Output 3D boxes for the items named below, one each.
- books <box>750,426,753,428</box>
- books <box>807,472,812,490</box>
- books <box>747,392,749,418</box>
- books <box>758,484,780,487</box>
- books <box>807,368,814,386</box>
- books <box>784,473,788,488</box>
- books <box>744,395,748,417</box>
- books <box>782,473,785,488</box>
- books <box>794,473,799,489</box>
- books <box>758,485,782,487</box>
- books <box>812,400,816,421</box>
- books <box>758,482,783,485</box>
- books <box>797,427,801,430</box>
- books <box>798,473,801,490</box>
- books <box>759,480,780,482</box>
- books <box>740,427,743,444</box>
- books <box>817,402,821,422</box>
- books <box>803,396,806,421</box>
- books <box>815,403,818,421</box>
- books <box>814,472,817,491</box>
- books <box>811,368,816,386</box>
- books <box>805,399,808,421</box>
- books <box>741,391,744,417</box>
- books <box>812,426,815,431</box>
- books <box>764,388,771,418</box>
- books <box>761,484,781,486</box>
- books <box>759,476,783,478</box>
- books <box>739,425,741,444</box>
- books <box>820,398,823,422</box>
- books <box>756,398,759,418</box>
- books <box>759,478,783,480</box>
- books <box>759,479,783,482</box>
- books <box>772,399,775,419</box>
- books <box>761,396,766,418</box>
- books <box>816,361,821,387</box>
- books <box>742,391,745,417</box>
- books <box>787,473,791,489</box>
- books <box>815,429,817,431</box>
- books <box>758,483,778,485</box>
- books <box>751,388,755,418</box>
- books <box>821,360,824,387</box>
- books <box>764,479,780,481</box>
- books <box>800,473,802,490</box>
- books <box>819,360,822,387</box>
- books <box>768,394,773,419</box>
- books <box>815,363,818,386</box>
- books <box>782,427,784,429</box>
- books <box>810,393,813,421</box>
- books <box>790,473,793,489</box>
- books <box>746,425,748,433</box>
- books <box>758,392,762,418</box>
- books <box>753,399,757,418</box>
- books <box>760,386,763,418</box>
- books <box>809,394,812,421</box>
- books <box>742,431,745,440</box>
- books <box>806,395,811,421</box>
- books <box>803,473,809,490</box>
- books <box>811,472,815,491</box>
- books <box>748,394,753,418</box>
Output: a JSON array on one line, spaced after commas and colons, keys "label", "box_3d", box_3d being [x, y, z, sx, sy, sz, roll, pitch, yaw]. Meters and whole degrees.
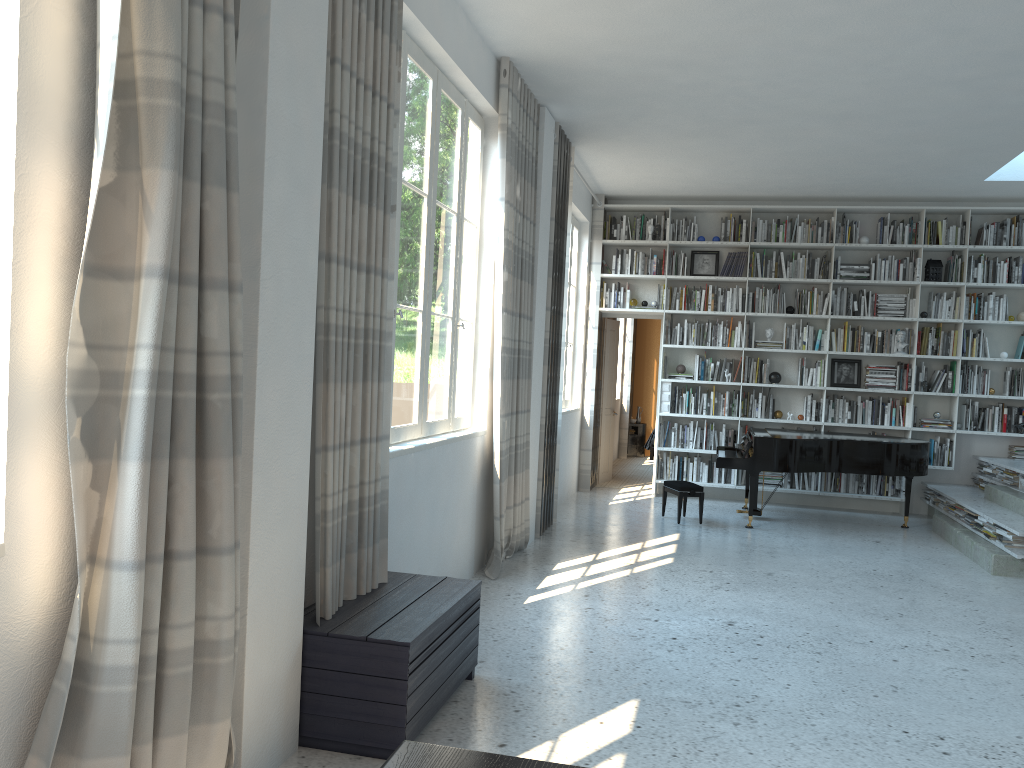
[{"label": "books", "box_3d": [2.561, 0.594, 9.506, 0.026, 0.273, 0.146, 3, 2, 13]}, {"label": "books", "box_3d": [3.146, 0.983, 9.375, 0.025, 0.259, 0.132, 3, 2, 13]}, {"label": "books", "box_3d": [2.520, 0.219, 9.479, 0.012, 0.272, 0.181, 3, 2, 13]}, {"label": "books", "box_3d": [2.728, 1.073, 9.463, 0.254, 0.007, 0.161, 3, 1, 17]}, {"label": "books", "box_3d": [3.136, -0.073, 9.339, 0.057, 0.188, 0.156, 3, 2, 13]}, {"label": "books", "box_3d": [2.908, 0.967, 9.426, 0.031, 0.266, 0.144, 3, 2, 13]}, {"label": "books", "box_3d": [2.501, 0.235, 9.492, 0.030, 0.239, 0.157, 3, 2, 13]}, {"label": "books", "box_3d": [2.883, 0.972, 9.416, 0.012, 0.254, 0.161, 3, 2, 13]}, {"label": "books", "box_3d": [3.005, 0.979, 9.391, 0.062, 0.253, 0.177, 3, 2, 13]}, {"label": "books", "box_3d": [2.730, 1.080, 9.472, 0.285, 0.007, 0.159, 3, 1, 13]}, {"label": "books", "box_3d": [3.170, 0.280, 9.339, 0.029, 0.221, 0.153, 3, 2, 13]}, {"label": "books", "box_3d": [2.729, 1.053, 9.462, 0.285, 0.007, 0.159, 3, 1, 9]}, {"label": "books", "box_3d": [3.031, 0.608, 9.400, 0.025, 0.294, 0.134, 3, 2, 13]}, {"label": "books", "box_3d": [3.040, 0.991, 9.381, 0.011, 0.232, 0.174, 3, 2, 13]}, {"label": "books", "box_3d": [2.732, 1.025, 9.461, 0.254, 0.007, 0.161, 3, 1, 9]}, {"label": "books", "box_3d": [2.457, 0.592, 9.526, 0.023, 0.266, 0.134, 3, 2, 13]}, {"label": "books", "box_3d": [3.226, 0.292, 9.333, 0.024, 0.201, 0.158, 3, 2, 13]}, {"label": "books", "box_3d": [3.089, 0.258, 9.366, 0.012, 0.254, 0.161, 3, 2, 13]}, {"label": "books", "box_3d": [3.203, 0.294, 9.352, 0.031, 0.195, 0.142, 3, 2, 13]}, {"label": "books", "box_3d": [3.188, 1.025, 9.352, 0.024, 0.180, 0.171, 3, 2, 13]}, {"label": "books", "box_3d": [3.176, -0.070, 9.334, 0.024, 0.188, 0.172, 3, 2, 13]}, {"label": "books", "box_3d": [3.103, 0.273, 9.371, 0.015, 0.225, 0.148, 3, 2, 13]}, {"label": "books", "box_3d": [2.471, 0.215, 9.512, 0.013, 0.276, 0.147, 3, 2, 13]}, {"label": "books", "box_3d": [3.172, 0.604, 9.343, 0.013, 0.320, 0.173, 3, 2, 13]}, {"label": "books", "box_3d": [2.717, 0.202, 9.438, 0.050, 0.328, 0.166, 3, 2, 13]}, {"label": "books", "box_3d": [2.730, 1.066, 9.471, 0.254, 0.007, 0.161, 3, 1, 13]}, {"label": "books", "box_3d": [2.736, 0.984, 9.469, 0.285, 0.007, 0.159, 3, 1, 13]}, {"label": "books", "box_3d": [2.441, 0.582, 9.529, 0.012, 0.285, 0.159, 3, 2, 13]}, {"label": "books", "box_3d": [3.254, 0.273, 9.353, 0.019, 0.242, 0.107, 3, 2, 13]}, {"label": "books", "box_3d": [2.614, 0.253, 9.466, 0.021, 0.215, 0.172, 3, 2, 13]}, {"label": "books", "box_3d": [2.732, 1.005, 9.458, 0.285, 0.007, 0.159, 3, 1, 8]}, {"label": "books", "box_3d": [2.732, 1.018, 9.461, 0.285, 0.007, 0.159, 3, 1, 9]}, {"label": "books", "box_3d": [2.779, 0.263, 9.439, 0.023, 0.212, 0.160, 3, 2, 13]}, {"label": "books", "box_3d": [2.681, 0.243, 9.464, 0.029, 0.241, 0.135, 3, 2, 13]}, {"label": "books", "box_3d": [3.214, -0.109, 9.320, 0.027, 0.269, 0.178, 3, 2, 13]}, {"label": "books", "box_3d": [2.481, 0.211, 9.499, 0.013, 0.283, 0.146, 3, 2, 13]}, {"label": "books", "box_3d": [2.934, 1.000, 9.408, 0.029, 0.202, 0.178, 3, 2, 13]}, {"label": "books", "box_3d": [3.190, 0.619, 9.350, 0.021, 0.290, 0.160, 3, 2, 13]}, {"label": "books", "box_3d": [2.730, 1.059, 9.469, 0.254, 0.007, 0.161, 3, 1, 14]}, {"label": "books", "box_3d": [2.576, 0.202, 9.473, 0.014, 0.313, 0.166, 3, 2, 13]}, {"label": "books", "box_3d": [3.247, -0.113, 9.306, 0.021, 0.282, 0.162, 3, 2, 13]}, {"label": "books", "box_3d": [2.734, 1.011, 9.467, 0.254, 0.007, 0.161, 3, 1, 14]}, {"label": "books", "box_3d": [3.051, 0.970, 9.370, 0.012, 0.275, 0.180, 3, 2, 13]}, {"label": "books", "box_3d": [3.231, -0.113, 9.307, 0.011, 0.279, 0.187, 3, 2, 13]}, {"label": "books", "box_3d": [2.753, 0.237, 9.429, 0.027, 0.261, 0.163, 3, 2, 13]}, {"label": "books", "box_3d": [3.193, -0.098, 9.318, 0.012, 0.244, 0.171, 3, 2, 13]}, {"label": "books", "box_3d": [2.870, 0.605, 9.427, 0.012, 0.285, 0.159, 3, 2, 13]}, {"label": "books", "box_3d": [3.153, 0.243, 9.351, 0.014, 0.291, 0.131, 3, 2, 13]}, {"label": "books", "box_3d": [2.965, 0.984, 9.412, 0.028, 0.238, 0.136, 3, 2, 13]}, {"label": "books", "box_3d": [2.509, 0.584, 9.509, 0.013, 0.288, 0.161, 3, 2, 13]}, {"label": "books", "box_3d": [2.638, 0.227, 9.456, 0.027, 0.269, 0.185, 3, 2, 13]}, {"label": "books", "box_3d": [2.593, 0.261, 9.475, 0.024, 0.196, 0.156, 3, 2, 13]}, {"label": "books", "box_3d": [2.665, 0.193, 9.475, 0.013, 0.339, 0.138, 3, 2, 13]}, {"label": "books", "box_3d": [3.142, 0.250, 9.357, 0.010, 0.277, 0.155, 3, 2, 13]}, {"label": "books", "box_3d": [2.478, 0.620, 9.516, 0.026, 0.213, 0.139, 3, 2, 13]}, {"label": "books", "box_3d": [3.121, 0.253, 9.348, 0.027, 0.269, 0.159, 3, 2, 13]}, {"label": "books", "box_3d": [3.096, 0.972, 9.373, 0.073, 0.276, 0.181, 3, 2, 13]}, {"label": "books", "box_3d": [3.163, 0.984, 9.340, 0.024, 0.260, 0.189, 3, 2, 13]}, {"label": "books", "box_3d": [2.547, 0.233, 9.481, 0.042, 0.248, 0.162, 3, 2, 13]}]
